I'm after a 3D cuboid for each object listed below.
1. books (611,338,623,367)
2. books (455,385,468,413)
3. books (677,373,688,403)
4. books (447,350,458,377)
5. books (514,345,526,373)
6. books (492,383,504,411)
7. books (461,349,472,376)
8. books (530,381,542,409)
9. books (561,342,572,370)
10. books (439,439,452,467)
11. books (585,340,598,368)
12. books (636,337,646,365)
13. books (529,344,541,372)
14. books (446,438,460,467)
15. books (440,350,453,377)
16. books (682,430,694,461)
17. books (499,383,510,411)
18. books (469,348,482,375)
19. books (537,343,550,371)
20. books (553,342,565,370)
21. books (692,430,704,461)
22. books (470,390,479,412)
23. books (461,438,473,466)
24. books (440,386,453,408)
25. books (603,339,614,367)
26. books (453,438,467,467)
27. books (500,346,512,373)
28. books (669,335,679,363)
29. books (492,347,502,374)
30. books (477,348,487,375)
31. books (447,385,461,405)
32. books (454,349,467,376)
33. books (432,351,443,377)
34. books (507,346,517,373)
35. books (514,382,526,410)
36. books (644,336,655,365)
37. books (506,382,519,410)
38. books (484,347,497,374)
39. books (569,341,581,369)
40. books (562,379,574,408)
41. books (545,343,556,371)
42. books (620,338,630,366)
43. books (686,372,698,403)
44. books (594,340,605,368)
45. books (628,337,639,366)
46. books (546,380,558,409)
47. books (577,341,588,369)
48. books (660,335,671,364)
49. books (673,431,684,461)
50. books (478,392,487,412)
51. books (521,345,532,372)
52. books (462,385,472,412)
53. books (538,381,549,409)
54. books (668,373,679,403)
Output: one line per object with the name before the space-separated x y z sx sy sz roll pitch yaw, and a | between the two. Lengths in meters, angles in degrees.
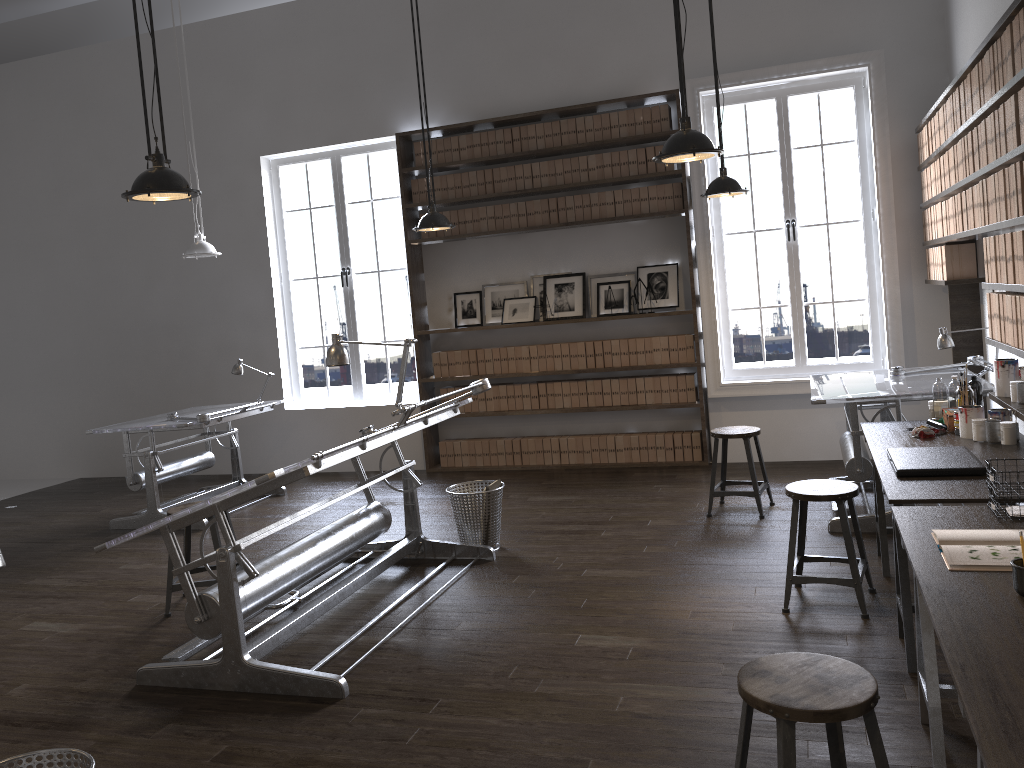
books | 0.890 -0.262 7.430 0.066 0.225 0.175 -4 4 19
books | -0.437 0.132 7.900 0.066 0.225 0.175 -4 4 19
books | 1.411 0.030 7.283 0.066 0.225 0.175 -4 4 19
books | -0.505 -0.185 7.896 0.067 0.225 0.175 -4 4 19
books | 0.087 -0.218 7.703 0.066 0.225 0.175 -4 4 19
books | -0.110 0.114 7.792 0.066 0.225 0.175 -4 4 19
books | -0.381 -0.193 7.862 0.066 0.225 0.175 -4 4 19
books | 0.219 0.096 7.684 0.066 0.225 0.175 -4 4 19
books | 0.481 -0.239 7.565 0.066 0.225 0.175 -4 4 19
books | -0.588 0.621 7.990 0.066 0.225 0.175 -4 4 19
books | 0.683 -0.251 7.504 0.066 0.225 0.175 -4 4 19
books | 1.087 -0.273 7.362 0.067 0.225 0.175 -4 4 19
books | 0.214 -0.225 7.656 0.067 0.225 0.175 -4 4 19
books | -0.522 0.618 7.967 0.066 0.225 0.175 -4 4 19
books | -0.574 -0.181 7.919 0.066 0.225 0.175 -4 4 19
books | 1.458 0.509 7.303 0.066 0.225 0.175 -4 4 19
books | -0.048 0.111 7.767 0.067 0.225 0.175 -4 4 19
books | -0.313 -0.196 7.833 0.067 0.225 0.175 -4 4 19
books | 0.282 -0.229 7.638 0.066 0.225 0.175 -4 4 19
books | 0.413 -0.236 7.591 0.066 0.225 0.175 -4 4 19
books | 1.529 0.505 7.276 0.066 0.225 0.175 -4 4 19
books | -0.304 0.125 7.858 0.066 0.225 0.175 -4 4 19
books | -0.388 0.610 7.919 0.066 0.225 0.175 -4 4 19
books | -0.575 0.140 7.943 0.067 0.225 0.175 -4 4 19
books | 0.824 -0.259 7.457 0.066 0.225 0.175 -4 4 19
books | -0.457 0.614 7.941 0.067 0.225 0.175 -4 4 19
books | -0.039 -0.211 7.746 0.066 0.225 0.175 -4 4 19
books | 1.340 -0.287 7.282 0.066 0.225 0.175 -4 4 19
books | -0.106 -0.208 7.769 0.066 0.225 0.175 -4 4 19
books | -0.240 -0.200 7.814 0.066 0.225 0.175 -4 4 19
books | -0.506 0.136 7.920 0.066 0.225 0.175 -4 4 19
books | -0.444 -0.189 7.880 0.066 0.225 0.175 -4 4 19
books | -0.641 -0.178 7.946 0.066 0.225 0.175 -4 4 19
books | 0.023 -0.214 7.719 0.067 0.225 0.175 -4 4 19
books | 0.085 0.103 7.728 0.066 0.225 0.175 -4 4 19
books | 1.151 -0.277 7.345 0.066 0.225 0.175 -4 4 19
books | 0.018 0.107 7.751 0.066 0.225 0.175 -4 4 19
books | -0.175 -0.204 7.787 0.066 0.225 0.175 -4 4 19
books | 0.549 -0.243 7.542 0.067 0.225 0.175 -4 4 19
books | 0.490 0.081 7.589 0.066 0.225 0.175 -4 4 19
books | 0.348 -0.233 7.617 0.066 0.225 0.175 -4 4 19
books | 0.958 -0.266 7.411 0.066 0.225 0.175 -4 4 19
books | 1.476 0.027 7.257 0.066 0.225 0.175 -4 4 19
books | 0.751 -0.254 7.476 0.067 0.225 0.175 -4 4 19
books | 1.025 -0.270 7.389 0.066 0.225 0.175 -4 4 19
books | 0.360 0.088 7.636 0.066 0.225 0.175 -4 4 19
books | 0.610 -0.247 7.526 0.066 0.225 0.175 -4 4 19
books | 1.273 -0.283 7.301 0.067 0.225 0.175 -4 4 19
books | 1.386 0.513 7.321 0.067 0.225 0.175 -4 4 19
books | -0.239 0.122 7.832 0.067 0.225 0.175 -4 4 19
books | 0.146 -0.221 7.681 0.066 0.225 0.175 -4 4 19
books | -0.369 0.128 7.882 0.066 0.225 0.175 -4 4 19
books | 0.288 0.093 7.655 0.067 0.225 0.175 -4 4 19
books | 1.343 0.034 7.305 0.066 0.225 0.175 -4 4 19
